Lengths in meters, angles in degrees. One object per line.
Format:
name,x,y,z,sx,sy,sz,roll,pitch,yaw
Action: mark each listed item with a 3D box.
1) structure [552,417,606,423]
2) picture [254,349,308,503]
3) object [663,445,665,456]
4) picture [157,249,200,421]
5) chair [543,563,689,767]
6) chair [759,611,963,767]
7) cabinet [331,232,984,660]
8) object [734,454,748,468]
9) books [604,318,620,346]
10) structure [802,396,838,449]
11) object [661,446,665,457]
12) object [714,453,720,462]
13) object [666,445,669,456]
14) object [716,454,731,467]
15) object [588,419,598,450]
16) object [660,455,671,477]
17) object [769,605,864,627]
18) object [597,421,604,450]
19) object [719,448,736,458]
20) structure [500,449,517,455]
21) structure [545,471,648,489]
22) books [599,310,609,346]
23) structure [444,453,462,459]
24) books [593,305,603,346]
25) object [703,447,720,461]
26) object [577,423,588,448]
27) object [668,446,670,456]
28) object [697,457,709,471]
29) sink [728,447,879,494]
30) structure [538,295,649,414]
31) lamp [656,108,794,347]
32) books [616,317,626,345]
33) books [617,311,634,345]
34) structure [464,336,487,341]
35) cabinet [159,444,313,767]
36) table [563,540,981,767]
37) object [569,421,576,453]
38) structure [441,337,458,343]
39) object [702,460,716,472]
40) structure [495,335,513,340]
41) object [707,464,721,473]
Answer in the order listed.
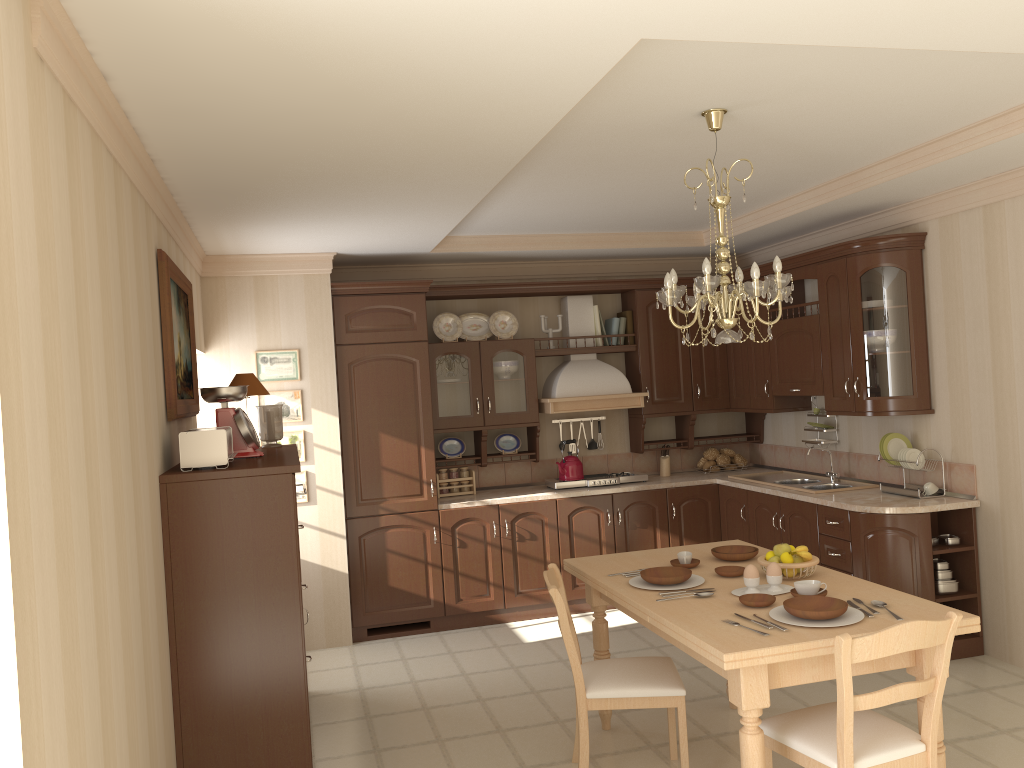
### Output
structure,0.504,0.270,6.682,0.422,0.020,0.008,-3,0,-14
picture,-1.445,0.271,5.554,0.268,0.964,0.010,-3,0,-14
object,1.160,0.558,6.758,0.027,0.191,0.052,-3,0,31
picture,-1.493,-0.188,4.007,0.036,0.687,0.990,-3,0,-14
chair,0.408,1.160,3.540,0.517,0.846,0.462,-3,0,3
chair,1.091,1.119,2.824,0.462,0.846,0.517,-4,0,-21
cabinet,0.613,0.409,5.498,3.226,2.313,2.436,-3,0,-14
object,1.744,0.585,6.771,0.097,0.106,0.117,-3,0,31
books,0.743,-0.387,6.653,0.086,0.209,0.205,-3,0,-14
structure,2.074,0.258,6.001,0.131,0.361,0.256,-3,0,-14
object,1.143,0.569,6.733,0.053,0.198,0.027,-4,0,-31
object,1.566,0.574,6.831,0.110,0.092,0.113,-3,0,38
object,1.179,0.562,6.730,0.053,0.198,0.027,-4,0,-31
object,1.604,0.581,6.736,0.110,0.102,0.115,-3,0,15
object,0.604,0.381,6.712,0.088,0.236,0.028,-3,0,-14
object,1.167,0.620,6.733,0.078,0.148,0.151,-3,0,23
object,1.005,0.765,2.932,0.299,0.009,0.299,-4,0,-36
object,0.666,0.388,6.714,0.049,0.219,0.049,-4,0,-37
object,1.652,0.528,6.816,0.112,0.078,0.125,-4,0,-20
structure,-0.026,0.443,6.427,0.110,0.126,0.080,-3,0,-14
structure,0.618,0.690,6.403,0.710,0.054,0.325,-3,0,-14
books,0.655,-0.412,6.638,0.068,0.271,0.194,-3,0,-14
structure,-0.424,0.467,6.328,0.110,0.126,0.080,-3,0,-14
books,0.618,-0.428,6.622,0.042,0.305,0.194,-3,0,-14
object,1.521,0.534,6.765,0.118,0.105,0.100,-4,0,-19
object,0.524,0.388,6.678,0.089,0.195,0.005,-3,0,-14
object,1.190,0.551,6.766,0.050,0.159,0.022,-4,0,-45
object,1.467,0.609,6.796,0.092,0.109,0.123,-3,0,43
sink,1.890,0.584,5.878,0.448,0.348,1.077,-3,0,-14
structure,0.540,-0.231,6.485,0.753,0.845,0.455,-3,0,-14
lamp,0.802,-0.641,3.412,0.501,0.982,0.502,-4,0,-45
books,0.795,-0.390,6.657,0.080,0.209,0.205,-3,0,-14
books,0.856,-0.416,6.676,0.052,0.254,0.205,-3,0,-14
structure,-0.267,-0.365,6.375,0.154,0.126,0.080,-3,0,-14
cabinet,-1.177,1.003,4.044,0.538,1.349,1.513,-3,0,-14
table,0.889,1.164,3.474,0.900,0.774,1.567,-3,0,-14
object,0.450,0.399,6.660,0.051,0.245,0.003,-3,0,-14
structure,-0.446,-0.354,6.273,0.110,0.126,0.080,-3,0,-14
object,1.498,0.626,6.731,0.104,0.092,0.114,-3,0,33
structure,-0.059,-0.378,6.372,0.110,0.126,0.080,-3,0,-14
object,1.533,0.643,6.762,0.119,0.058,0.114,-3,0,41
